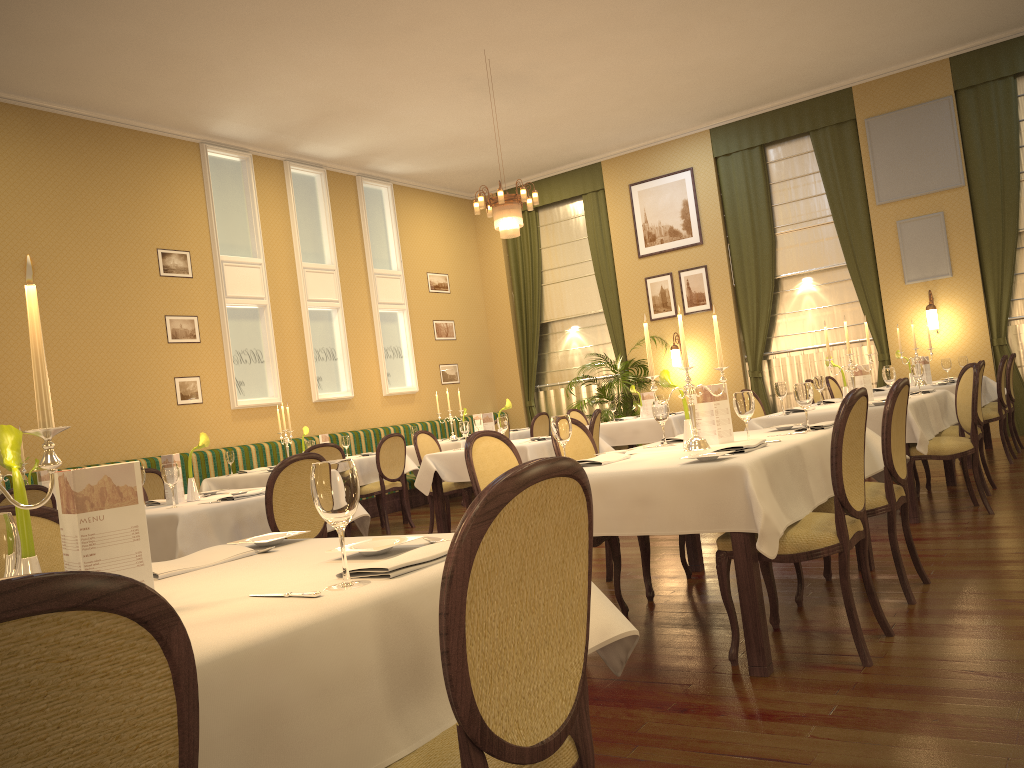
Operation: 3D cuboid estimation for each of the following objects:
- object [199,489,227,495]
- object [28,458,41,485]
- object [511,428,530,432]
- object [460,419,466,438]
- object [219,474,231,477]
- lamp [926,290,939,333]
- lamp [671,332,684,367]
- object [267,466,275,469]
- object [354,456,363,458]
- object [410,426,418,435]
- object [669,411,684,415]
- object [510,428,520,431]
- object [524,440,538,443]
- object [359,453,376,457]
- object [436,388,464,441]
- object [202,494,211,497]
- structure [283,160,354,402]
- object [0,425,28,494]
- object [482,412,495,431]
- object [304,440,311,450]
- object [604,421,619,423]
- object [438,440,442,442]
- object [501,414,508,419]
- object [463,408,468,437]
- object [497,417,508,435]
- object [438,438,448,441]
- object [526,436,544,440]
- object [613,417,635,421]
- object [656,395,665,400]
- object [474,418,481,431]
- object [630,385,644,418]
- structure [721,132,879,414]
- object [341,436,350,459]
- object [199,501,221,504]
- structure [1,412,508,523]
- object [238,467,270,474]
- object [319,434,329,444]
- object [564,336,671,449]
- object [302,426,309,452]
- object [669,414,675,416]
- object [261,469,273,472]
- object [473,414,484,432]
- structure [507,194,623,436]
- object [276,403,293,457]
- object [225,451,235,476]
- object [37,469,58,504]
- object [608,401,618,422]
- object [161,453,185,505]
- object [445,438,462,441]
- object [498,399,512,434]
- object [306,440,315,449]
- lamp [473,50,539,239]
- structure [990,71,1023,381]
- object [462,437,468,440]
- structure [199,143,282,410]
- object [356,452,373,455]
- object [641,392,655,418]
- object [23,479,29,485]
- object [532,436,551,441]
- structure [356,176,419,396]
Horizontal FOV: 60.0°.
[{"bbox_3d":[-1.820,0.659,5.344,0.160,0.024,0.160,-8,-2,34],"label":"object"},{"bbox_3d":[-3.614,0.752,6.702,0.076,0.375,0.163,-8,-2,16],"label":"object"},{"bbox_3d":[0.091,0.582,11.251,0.142,0.024,0.273,-8,-2,34],"label":"object"},{"bbox_3d":[-0.619,0.574,11.463,0.088,0.229,0.088,-7,-2,-8],"label":"object"},{"bbox_3d":[-2.708,0.863,8.338,0.181,0.015,0.038,-9,-2,35],"label":"object"},{"bbox_3d":[4.871,-0.837,10.309,0.114,0.513,0.323,-8,-2,23],"label":"lamp"},{"bbox_3d":[2.247,-0.447,12.089,0.114,0.513,0.323,-8,-2,23],"label":"lamp"},{"bbox_3d":[-2.394,0.834,8.857,0.160,0.024,0.160,-8,-2,34],"label":"object"},{"bbox_3d":[-1.569,0.734,8.891,0.185,0.010,0.017,-8,-2,34],"label":"object"},{"bbox_3d":[-1.168,0.622,10.652,0.088,0.229,0.088,-7,-2,-8],"label":"object"},{"bbox_3d":[1.759,0.318,9.549,0.142,0.024,0.273,-8,-2,34],"label":"object"},{"bbox_3d":[-0.006,0.599,11.444,0.160,0.024,0.160,-8,-2,34],"label":"object"},{"bbox_3d":[0.128,0.463,7.088,0.185,0.010,0.017,-8,-2,34],"label":"object"},{"bbox_3d":[-1.409,0.712,9.011,0.142,0.024,0.273,-8,-2,34],"label":"object"},{"bbox_3d":[-0.754,0.362,10.810,0.390,0.655,0.131,-9,-2,40],"label":"object"},{"bbox_3d":[-1.839,0.663,5.233,0.181,0.015,0.038,-9,-2,35],"label":"object"},{"bbox_3d":[-2.441,-1.269,11.095,0.200,2.985,0.661,-8,-2,34],"label":"structure"},{"bbox_3d":[-3.734,0.623,6.446,0.390,0.655,0.131,-6,-2,-37],"label":"object"},{"bbox_3d":[-0.194,0.382,7.430,0.081,0.277,0.166,-7,-2,-10],"label":"object"},{"bbox_3d":[-2.119,0.704,9.223,0.088,0.229,0.088,-7,-2,-14],"label":"object"},{"bbox_3d":[1.082,0.412,9.629,0.185,0.010,0.017,-9,-2,35],"label":"object"},{"bbox_3d":[-0.991,0.705,10.799,0.142,0.033,0.273,-8,-2,34],"label":"object"},{"bbox_3d":[-0.087,0.493,11.019,0.088,0.229,0.088,-7,-2,-8],"label":"object"},{"bbox_3d":[-0.587,0.486,11.103,0.076,0.375,0.163,-8,-2,21],"label":"object"},{"bbox_3d":[-0.066,0.378,7.102,0.088,0.229,0.088,-7,-2,-14],"label":"object"},{"bbox_3d":[-0.894,0.704,11.097,0.160,0.024,0.160,-8,-2,34],"label":"object"},{"bbox_3d":[0.191,0.458,7.401,0.160,0.024,0.160,-8,-2,34],"label":"object"},{"bbox_3d":[1.244,0.389,9.867,0.142,0.033,0.273,-8,-2,34],"label":"object"},{"bbox_3d":[1.557,0.230,9.243,0.088,0.229,0.088,-7,-2,-8],"label":"object"},{"bbox_3d":[-0.406,0.524,10.666,0.088,0.229,0.088,-7,-2,-8],"label":"object"},{"bbox_3d":[1.388,0.192,9.737,0.076,0.375,0.163,-6,-2,-34],"label":"object"},{"bbox_3d":[3.763,-1.391,11.414,1.900,4.511,0.134,-8,-2,34],"label":"structure"},{"bbox_3d":[-1.649,0.632,8.826,0.088,0.229,0.088,-7,-2,-8],"label":"object"},{"bbox_3d":[-1.562,0.610,4.564,0.185,0.010,0.017,-8,-2,34],"label":"object"},{"bbox_3d":[-3.860,1.249,7.705,0.850,1.031,14.516,-8,-2,34],"label":"structure"},{"bbox_3d":[-2.491,0.835,8.558,0.142,0.033,0.273,-8,-2,34],"label":"object"},{"bbox_3d":[-1.875,0.642,8.933,0.081,0.277,0.166,-7,-2,-5],"label":"object"},{"bbox_3d":[1.494,0.295,12.081,1.496,1.807,1.552,-8,-2,15],"label":"object"},{"bbox_3d":[-2.053,0.610,8.797,0.076,0.375,0.163,-6,-2,-34],"label":"object"},{"bbox_3d":[1.627,0.333,9.328,0.185,0.010,0.017,-8,-2,34],"label":"object"},{"bbox_3d":[-2.162,0.779,7.989,0.160,0.024,0.160,-8,-2,34],"label":"object"},{"bbox_3d":[-0.443,0.519,11.096,0.081,0.277,0.166,-6,-2,-40],"label":"object"},{"bbox_3d":[0.889,-0.964,13.370,1.942,4.511,0.123,-8,-2,34],"label":"structure"},{"bbox_3d":[-2.204,0.488,8.631,0.131,0.655,0.390,-6,-2,-42],"label":"object"},{"bbox_3d":[-2.668,0.752,8.411,0.088,0.229,0.088,-7,-2,-8],"label":"object"},{"bbox_3d":[-3.455,0.779,6.573,0.166,0.277,0.081,-8,-2,5],"label":"object"},{"bbox_3d":[1.108,0.301,9.706,0.088,0.229,0.088,-7,-2,-8],"label":"object"},{"bbox_3d":[-1.884,0.529,4.906,0.081,0.277,0.166,-7,-2,-10],"label":"object"},{"bbox_3d":[-0.661,0.649,10.230,0.160,0.024,0.160,-8,-2,34],"label":"object"},{"bbox_3d":[-0.069,0.316,7.475,0.163,0.375,0.076,-8,-2,11],"label":"object"},{"bbox_3d":[-1.906,0.654,8.425,0.088,0.229,0.088,-7,-2,-8],"label":"object"},{"bbox_3d":[-0.131,-2.317,8.607,0.593,1.796,0.593,-8,-2,31],"label":"lamp"},{"bbox_3d":[6.160,-1.748,9.790,1.898,4.511,0.137,-8,-2,34],"label":"structure"},{"bbox_3d":[-0.480,0.630,10.493,0.142,0.033,0.273,-8,-2,34],"label":"object"},{"bbox_3d":[-3.105,-1.212,10.102,0.200,2.985,0.687,-8,-2,34],"label":"structure"},{"bbox_3d":[-1.506,0.729,9.204,0.160,0.024,0.160,-8,-2,34],"label":"object"},{"bbox_3d":[1.449,0.229,9.523,0.166,0.277,0.081,-9,-2,40],"label":"object"},{"bbox_3d":[-3.408,0.784,6.181,0.088,0.229,0.088,-7,-2,-8],"label":"object"},{"bbox_3d":[0.287,0.441,7.209,0.142,0.024,0.273,-8,-2,34],"label":"object"},{"bbox_3d":[-1.735,-1.331,12.149,0.200,2.985,0.670,-8,-2,34],"label":"structure"}]
